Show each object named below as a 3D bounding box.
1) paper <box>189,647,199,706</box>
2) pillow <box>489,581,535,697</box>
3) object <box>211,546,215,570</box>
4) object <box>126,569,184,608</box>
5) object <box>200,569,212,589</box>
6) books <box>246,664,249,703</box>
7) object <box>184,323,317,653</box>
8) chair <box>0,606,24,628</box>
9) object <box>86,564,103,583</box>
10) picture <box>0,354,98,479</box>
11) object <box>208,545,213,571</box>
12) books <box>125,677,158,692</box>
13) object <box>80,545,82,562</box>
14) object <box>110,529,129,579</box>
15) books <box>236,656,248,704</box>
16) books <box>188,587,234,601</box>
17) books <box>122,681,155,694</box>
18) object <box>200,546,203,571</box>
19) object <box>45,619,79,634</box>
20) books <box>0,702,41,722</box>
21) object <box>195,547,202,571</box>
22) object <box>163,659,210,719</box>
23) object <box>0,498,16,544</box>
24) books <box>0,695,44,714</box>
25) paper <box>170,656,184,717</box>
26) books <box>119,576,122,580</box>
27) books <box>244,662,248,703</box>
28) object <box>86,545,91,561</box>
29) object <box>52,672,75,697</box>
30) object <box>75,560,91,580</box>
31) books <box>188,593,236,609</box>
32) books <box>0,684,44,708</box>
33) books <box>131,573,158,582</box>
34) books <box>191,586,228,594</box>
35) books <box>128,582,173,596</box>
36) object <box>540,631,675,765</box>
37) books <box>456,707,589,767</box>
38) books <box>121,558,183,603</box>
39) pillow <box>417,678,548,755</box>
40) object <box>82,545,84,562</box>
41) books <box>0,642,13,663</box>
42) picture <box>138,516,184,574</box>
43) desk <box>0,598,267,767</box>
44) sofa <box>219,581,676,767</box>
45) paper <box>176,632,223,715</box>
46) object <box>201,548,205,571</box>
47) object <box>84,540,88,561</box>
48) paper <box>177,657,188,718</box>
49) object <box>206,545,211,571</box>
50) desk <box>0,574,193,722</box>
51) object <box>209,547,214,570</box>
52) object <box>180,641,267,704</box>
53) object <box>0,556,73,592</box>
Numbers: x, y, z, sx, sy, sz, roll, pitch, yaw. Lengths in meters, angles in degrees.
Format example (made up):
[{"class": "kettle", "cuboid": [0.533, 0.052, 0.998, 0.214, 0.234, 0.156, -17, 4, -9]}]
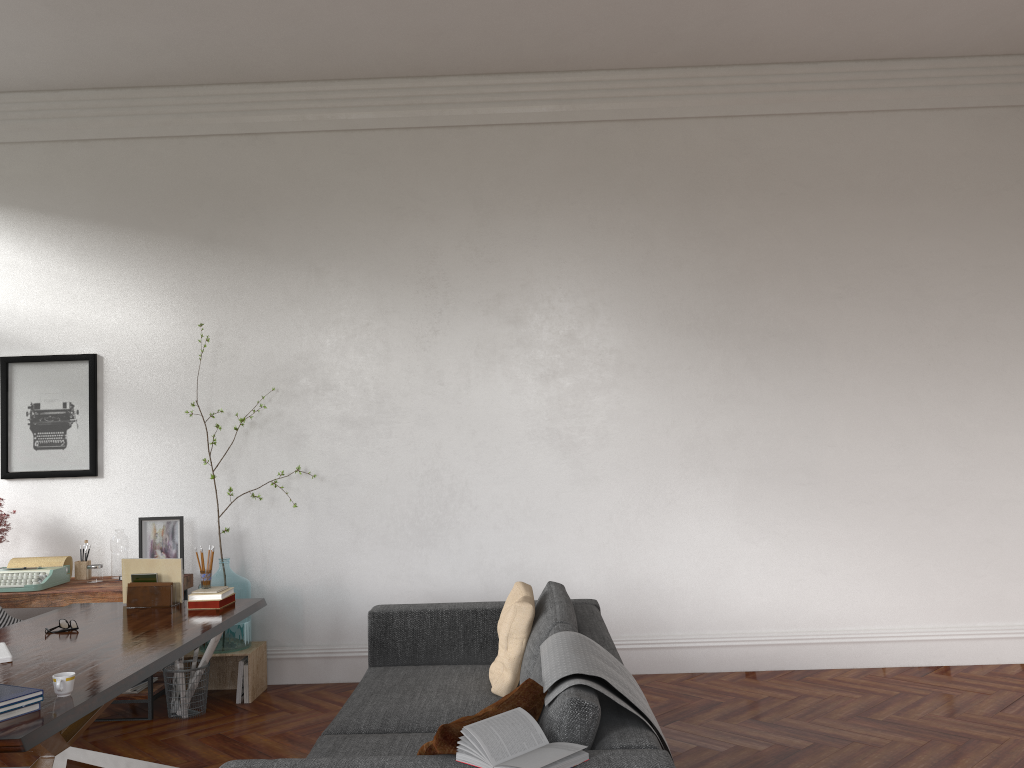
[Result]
[{"class": "paper", "cuboid": [-1.900, 1.738, 5.265, 0.026, 0.388, 0.126, -3, -3, 23]}, {"class": "pillow", "cuboid": [0.000, 1.196, 4.195, 0.225, 0.460, 0.486, -2, -4, 0]}, {"class": "object", "cuboid": [-1.512, 0.913, 4.464, 0.036, 0.195, 0.008, -2, -3, 13]}, {"class": "object", "cuboid": [-1.798, 1.031, 4.471, 0.228, 0.166, 0.150, -2, -3, 1]}, {"class": "object", "cuboid": [-1.537, 0.981, 4.455, 0.058, 0.091, 0.058, -1, -3, -12]}, {"class": "books", "cuboid": [-1.596, 1.819, 5.429, 0.012, 0.232, 0.170, -2, -3, 1]}, {"class": "object", "cuboid": [-1.658, 0.624, 5.653, 0.807, 2.056, 0.354, -1, -3, -18]}, {"class": "chair", "cuboid": [-2.929, 1.483, 4.774, 0.716, 0.898, 0.548, -1, -3, -7]}, {"class": "object", "cuboid": [-2.564, 1.164, 5.448, 0.093, 0.101, 0.093, -1, -4, -8]}, {"class": "picture", "cuboid": [-3.074, 0.214, 5.892, 0.634, 0.815, 0.050, -2, -3, 1]}, {"class": "object", "cuboid": [-1.528, 0.915, 4.483, 0.008, 0.194, 0.044, -4, -3, 31]}, {"class": "books", "cuboid": [-2.264, 1.778, 5.256, 0.196, 0.014, 0.268, -3, -4, 12]}, {"class": "object", "cuboid": [-2.723, 1.126, 5.605, 0.008, 0.207, 0.054, 0, -4, -34]}, {"class": "object", "cuboid": [-2.479, 1.072, 5.604, 0.112, 0.302, 0.111, -4, -4, 37]}, {"class": "books", "cuboid": [-1.640, 1.809, 5.438, 0.054, 0.257, 0.188, -2, -3, 1]}, {"class": "books", "cuboid": [-1.495, 1.046, 4.417, 0.164, 0.028, 0.208, -2, -4, -1]}, {"class": "books", "cuboid": [-2.263, 1.793, 5.255, 0.196, 0.014, 0.268, -2, -4, 0]}, {"class": "object", "cuboid": [-1.562, 0.914, 4.472, 0.032, 0.195, 0.008, -5, -4, 45]}, {"class": "object", "cuboid": [-1.970, 1.053, 3.863, 0.133, 0.047, 0.114, 1, -5, -36]}, {"class": "books", "cuboid": [-1.616, 0.961, 2.594, 0.347, 0.027, 0.264, -4, -5, 26]}, {"class": "object", "cuboid": [-1.563, 0.914, 4.444, 0.049, 0.193, 0.008, 0, -3, -30]}, {"class": "object", "cuboid": [-1.893, 1.790, 5.164, 0.261, 0.304, 0.261, 1, -4, -35]}, {"class": "object", "cuboid": [-3.326, 0.984, 5.609, 0.290, 0.528, 0.308, 1, -4, -44]}, {"class": "books", "cuboid": [-1.604, 0.939, 2.603, 0.344, 0.017, 0.250, -4, -5, 26]}, {"class": "paper", "cuboid": [-1.971, 1.624, 5.254, 0.047, 0.625, 0.294, -1, -3, -7]}, {"class": "books", "cuboid": [-2.331, 1.195, 5.493, 0.129, 0.031, 0.213, -5, -5, 38]}, {"class": "books", "cuboid": [-1.609, 1.820, 5.429, 0.012, 0.232, 0.170, -2, -3, 1]}, {"class": "object", "cuboid": [-2.696, 1.125, 5.613, 0.054, 0.207, 0.008, -1, -3, -16]}, {"class": "object", "cuboid": [-1.415, 0.948, 2.786, 0.064, 0.065, 0.082, -3, -4, 21]}, {"class": "object", "cuboid": [-2.706, 1.174, 5.592, 0.075, 0.113, 0.058, -2, -3, 1]}, {"class": "books", "cuboid": [-1.490, 1.079, 4.407, 0.159, 0.040, 0.216, -2, -4, 3]}, {"class": "books", "cuboid": [-1.604, 0.922, 2.604, 0.344, 0.017, 0.250, -4, -5, 26]}, {"class": "books", "cuboid": [-1.845, 1.032, 4.462, 0.128, 0.157, 0.041, -2, -3, 1]}, {"class": "books", "cuboid": [-1.507, 1.028, 4.430, 0.128, 0.008, 0.159, -2, -4, 2]}, {"class": "books", "cuboid": [-1.803, 1.050, 4.415, 0.221, 0.124, 0.029, -2, -3, 1]}, {"class": "object", "cuboid": [0.304, 1.084, 2.982, 0.400, 0.387, 0.753, -2, -4, 1]}, {"class": "books", "cuboid": [0.026, 0.956, 2.368, 0.279, 0.096, 0.225, -5, -5, 42]}, {"class": "books", "cuboid": [-1.826, 1.001, 4.506, 0.310, 0.239, 0.043, -2, -3, 1]}, {"class": "pillow", "cuboid": [-0.117, 1.116, 2.647, 0.330, 0.396, 0.470, -4, -4, 38]}, {"class": "object", "cuboid": [-2.719, 1.127, 5.617, 0.008, 0.207, 0.054, -1, -3, -12]}, {"class": "books", "cuboid": [-2.040, 1.034, 3.367, 0.231, 0.026, 0.326, 1, -5, -34]}, {"class": "picture", "cuboid": [-2.241, 1.034, 5.665, 0.282, 0.369, 0.023, -2, -3, 1]}, {"class": "desk", "cuboid": [-1.784, 1.417, 3.463, 1.030, 0.750, 2.229, -2, -4, 1]}, {"class": "sofa", "cuboid": [-0.165, 1.381, 3.575, 1.262, 0.828, 2.648, -2, -4, 1]}, {"class": "paper", "cuboid": [-1.787, 1.611, 5.169, 0.330, 0.609, 0.047, -1, -3, -19]}, {"class": "object", "cuboid": [-1.540, 0.913, 4.431, 0.008, 0.193, 0.049, -2, -3, 5]}, {"class": "object", "cuboid": [-2.705, 1.110, 5.624, 0.023, 0.239, 0.028, -2, -3, -2]}, {"class": "paper", "cuboid": [-1.896, 1.683, 5.086, 0.033, 0.478, 0.073, -4, -4, 38]}, {"class": "object", "cuboid": [-1.539, 0.915, 4.485, 0.008, 0.194, 0.038, -3, -3, 27]}, {"class": "desk", "cuboid": [-2.936, 1.600, 5.360, 1.798, 0.757, 0.648, -2, -3, 1]}, {"class": "object", "cuboid": [-1.512, 0.913, 4.450, 0.049, 0.193, 0.008, -3, -3, 24]}, {"class": "object", "cuboid": [-1.792, 1.805, 5.522, 0.435, 0.316, 0.341, -2, -4, 1]}, {"class": "object", "cuboid": [-2.987, 1.140, 5.331, 0.535, 0.148, 0.485, -2, -4, -1]}]
